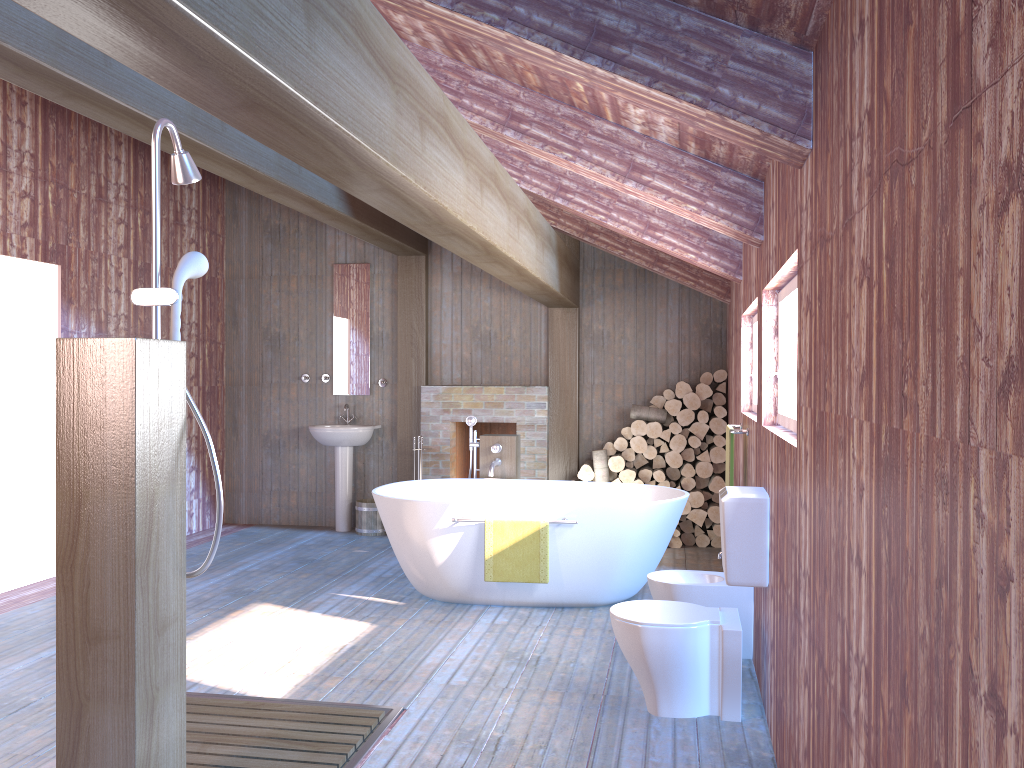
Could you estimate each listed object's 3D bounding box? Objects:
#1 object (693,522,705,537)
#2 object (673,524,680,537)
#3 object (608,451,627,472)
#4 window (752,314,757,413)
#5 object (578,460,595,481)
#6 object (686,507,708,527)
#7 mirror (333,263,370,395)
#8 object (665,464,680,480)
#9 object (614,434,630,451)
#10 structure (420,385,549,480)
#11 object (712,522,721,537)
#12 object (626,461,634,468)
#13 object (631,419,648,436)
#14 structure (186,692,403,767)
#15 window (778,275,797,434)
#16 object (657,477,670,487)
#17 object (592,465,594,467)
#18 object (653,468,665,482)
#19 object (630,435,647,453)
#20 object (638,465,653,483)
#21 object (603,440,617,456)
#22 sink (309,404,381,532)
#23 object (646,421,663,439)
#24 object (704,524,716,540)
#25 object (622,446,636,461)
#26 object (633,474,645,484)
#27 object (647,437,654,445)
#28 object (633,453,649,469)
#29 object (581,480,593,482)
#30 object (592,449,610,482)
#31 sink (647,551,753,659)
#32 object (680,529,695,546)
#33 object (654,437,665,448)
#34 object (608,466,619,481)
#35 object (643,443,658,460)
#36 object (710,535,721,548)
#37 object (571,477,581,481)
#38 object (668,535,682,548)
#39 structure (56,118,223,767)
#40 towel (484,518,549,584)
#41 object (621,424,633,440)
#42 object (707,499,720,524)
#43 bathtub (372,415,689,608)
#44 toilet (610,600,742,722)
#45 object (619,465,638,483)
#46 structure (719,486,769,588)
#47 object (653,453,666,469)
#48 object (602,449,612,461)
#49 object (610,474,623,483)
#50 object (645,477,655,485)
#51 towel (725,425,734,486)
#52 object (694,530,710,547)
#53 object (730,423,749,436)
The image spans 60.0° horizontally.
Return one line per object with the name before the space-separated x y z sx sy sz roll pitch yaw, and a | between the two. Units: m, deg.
object | 1.545 1.189 7.338 0.084 0.105 0.280 0 0 9
object | 1.356 1.195 7.320 0.065 0.071 0.378 0 0 11
object | 0.888 0.643 7.409 0.138 0.147 0.440 0 0 11
window | 1.346 -0.117 4.704 0.054 0.587 1.255 0 0 11
object | 0.639 0.724 7.465 0.139 0.137 0.455 0 0 9
object | 1.521 1.076 7.326 0.169 0.152 0.481 0 0 10
mirror | -1.460 -0.498 8.085 0.350 1.199 0.009 0 0 10
object | 1.344 0.731 7.426 0.116 0.118 0.289 0 0 8
object | 0.918 0.488 7.395 0.115 0.123 0.291 0 0 11
structure | -0.232 0.677 7.794 1.130 1.330 0.226 0 0 10
object | 1.692 1.160 7.266 0.102 0.109 0.438 0 0 11
object | 0.984 0.659 7.401 0.064 0.068 0.174 0 0 10
object | 1.069 0.351 7.377 0.135 0.145 0.439 0 0 11
structure | -1.029 1.366 3.263 1.000 0.067 1.000 0 0 10
window | 1.043 -0.109 3.187 0.054 0.587 1.255 0 0 11
object | 1.256 0.837 7.346 0.111 0.113 0.301 0 0 9
object | 0.748 0.700 7.543 0.099 0.093 0.280 0 0 11
object | 1.216 0.741 7.348 0.098 0.100 0.437 0 0 9
object | 1.055 0.488 7.375 0.141 0.143 0.437 0 0 9
object | 1.116 0.744 7.371 0.114 0.120 0.303 0 0 11
object | 0.824 0.533 7.461 0.114 0.113 0.301 0 0 8
sink | -1.515 0.749 7.889 0.582 1.143 0.475 0 0 10
object | 1.182 0.365 7.357 0.138 0.147 0.440 0 0 11
object | 1.642 1.225 7.325 0.085 0.086 0.278 0 0 8
object | 0.978 0.578 7.401 0.111 0.113 0.301 0 0 10
object | 1.055 0.819 7.375 0.098 0.100 0.437 0 0 9
object | 1.146 0.467 7.344 0.057 0.061 0.156 0 0 10
object | 1.093 0.629 7.469 0.128 0.150 0.323 0 0 11
object | 0.631 0.855 7.455 0.137 0.133 0.437 0 0 9
object | 0.728 0.686 7.264 0.147 0.298 0.109 0 0 13
sink | 0.936 1.086 4.450 0.515 0.517 0.335 0 0 11
object | 1.464 1.269 7.408 0.116 0.118 0.289 0 0 8
object | 1.223 0.476 7.345 0.088 0.092 0.280 0 0 11
object | 0.843 0.741 7.512 0.121 0.124 0.291 0 0 11
object | 1.151 0.553 7.356 0.115 0.123 0.291 0 0 11
object | 1.689 1.272 7.322 0.114 0.113 0.301 0 0 8
object | 0.542 0.850 7.526 0.101 0.103 0.242 0 0 11
object | 1.337 1.274 7.305 0.114 0.113 0.301 0 0 8
structure | -1.105 0.255 2.719 0.328 2.209 0.522 0 0 31
towel | 0.027 0.952 5.064 0.370 0.361 0.032 0 0 7
object | 0.974 0.398 7.400 0.106 0.112 0.282 0 0 11
object | 1.672 1.035 7.272 0.147 0.152 0.439 0 0 11
bathtub | 0.082 0.786 5.634 1.935 1.109 1.460 0 0 32
toilet | 0.675 1.149 3.701 0.534 0.400 0.375 0 0 11
object | 0.977 0.752 7.408 0.139 0.148 0.458 0 0 11
structure | 0.947 0.616 3.642 0.182 0.363 0.358 0 0 11
object | 1.240 0.645 7.444 0.104 0.127 0.321 0 0 11
object | 0.789 0.617 7.537 0.108 0.113 0.302 0 0 11
object | 0.859 0.846 7.439 0.155 0.174 0.483 0 0 9
object | 1.147 0.821 7.364 0.086 0.089 0.279 0 0 8
towel | 1.218 0.418 4.962 0.032 0.361 0.370 0 0 11
object | 1.567 1.274 7.331 0.116 0.117 0.289 0 0 8
object | 1.253 0.251 4.949 0.091 0.043 0.581 0 0 11
